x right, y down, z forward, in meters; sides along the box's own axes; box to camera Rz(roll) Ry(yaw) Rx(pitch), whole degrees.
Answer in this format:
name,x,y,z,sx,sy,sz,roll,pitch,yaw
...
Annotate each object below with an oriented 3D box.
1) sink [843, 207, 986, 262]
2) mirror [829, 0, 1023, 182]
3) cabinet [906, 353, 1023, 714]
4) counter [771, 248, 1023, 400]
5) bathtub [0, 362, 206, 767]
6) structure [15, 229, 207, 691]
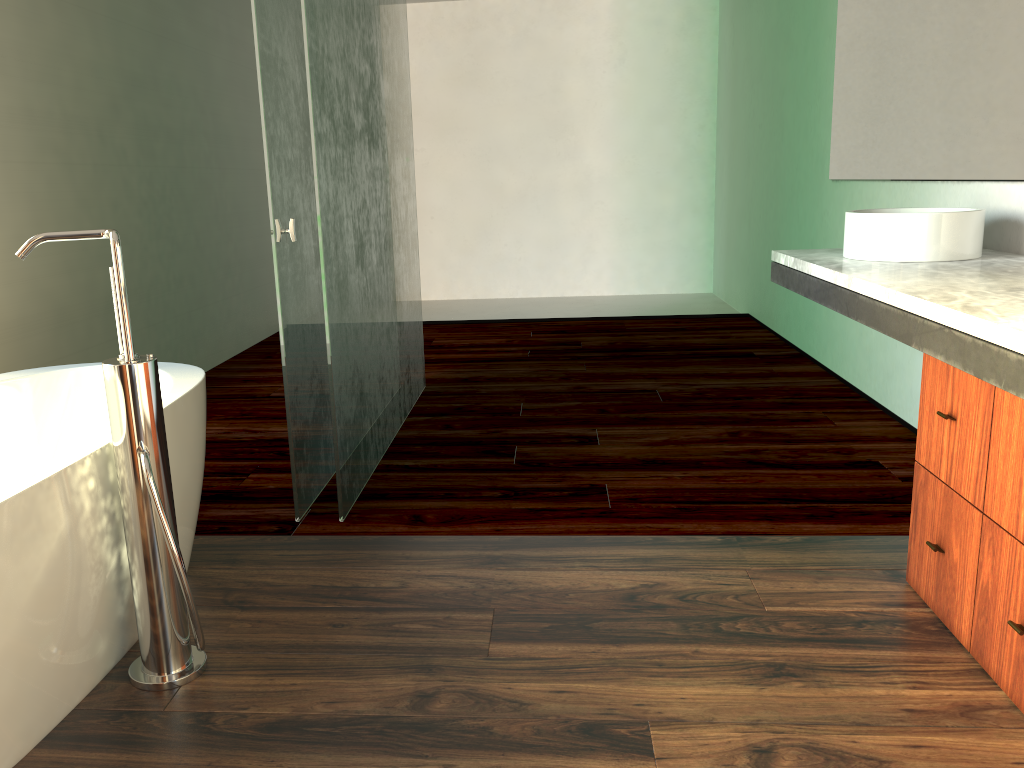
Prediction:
name,x,y,z,sx,sy,sz,roll,pitch,yaw
sink,1.143,-0.431,2.532,0.359,0.130,0.355,-1,13,7
mirror,1.382,-1.053,2.028,0.017,1.152,4.065,-1,13,3
cabinet,1.137,0.241,1.675,0.514,0.599,0.656,-1,13,4
counter,1.098,-0.140,1.795,0.589,0.101,2.251,-2,13,3
bathtub,-1.166,0.353,1.867,0.768,0.485,1.615,-1,13,3
structure,-0.711,0.161,1.689,0.283,0.897,0.239,10,18,43
